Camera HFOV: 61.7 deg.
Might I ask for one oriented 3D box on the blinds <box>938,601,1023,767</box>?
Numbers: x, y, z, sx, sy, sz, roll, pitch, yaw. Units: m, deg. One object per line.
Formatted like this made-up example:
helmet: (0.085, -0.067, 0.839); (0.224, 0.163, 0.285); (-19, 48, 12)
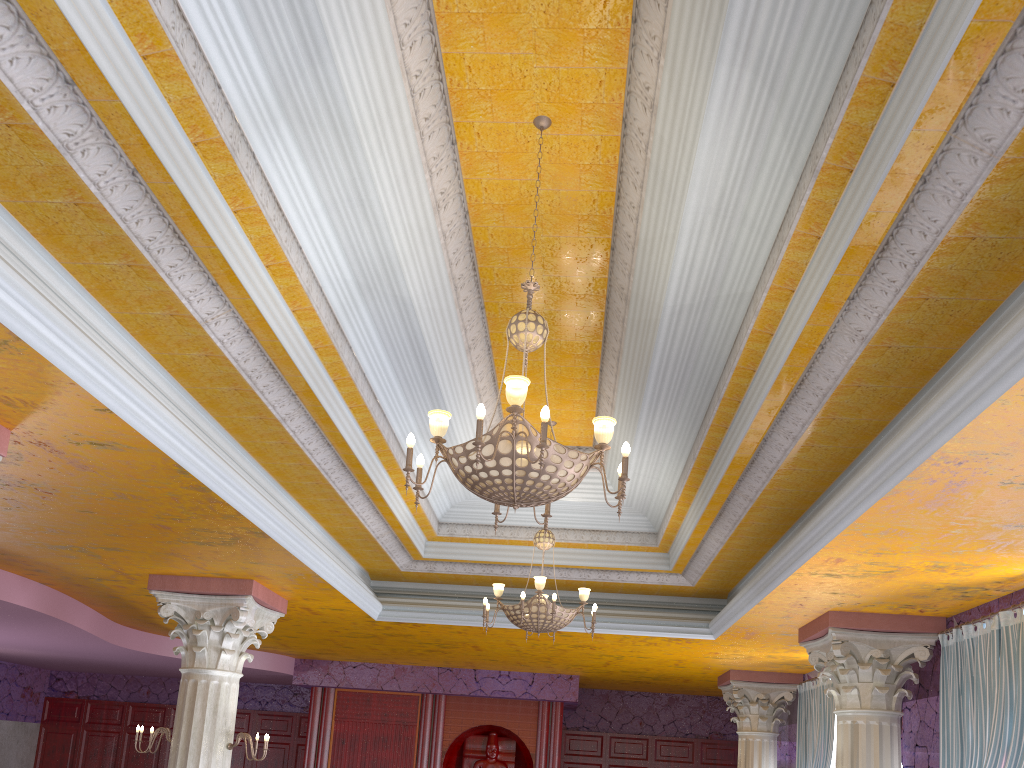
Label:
blinds: (3.708, 3.532, 6.706); (0.244, 3.323, 1.812); (3, -14, 6)

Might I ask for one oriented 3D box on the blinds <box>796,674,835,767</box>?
blinds: (3.983, 5.609, 11.322); (0.244, 3.323, 1.812); (3, -14, 6)

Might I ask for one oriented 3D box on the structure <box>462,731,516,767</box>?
structure: (-0.467, 6.984, 14.993); (0.963, 1.745, 0.679); (3, -12, 4)

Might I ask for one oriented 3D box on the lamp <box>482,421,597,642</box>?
lamp: (0.316, 1.350, 8.144); (0.992, 2.055, 0.983); (15, -17, -39)

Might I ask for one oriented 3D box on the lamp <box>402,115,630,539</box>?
lamp: (0.086, -0.390, 4.276); (0.992, 2.055, 0.983); (15, -17, -39)

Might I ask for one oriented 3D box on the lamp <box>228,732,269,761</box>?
lamp: (-2.623, 3.597, 8.503); (0.383, 0.258, 0.363); (7, -20, -8)

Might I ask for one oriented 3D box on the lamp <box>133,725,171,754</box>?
lamp: (-3.570, 3.588, 8.626); (0.383, 0.258, 0.363); (7, -20, -8)

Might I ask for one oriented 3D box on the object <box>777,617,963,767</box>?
object: (3.442, 1.815, 3.056); (2.090, 3.380, 31.362); (3, -24, 5)

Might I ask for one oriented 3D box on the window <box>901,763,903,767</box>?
window: (4.585, 4.907, 10.387); (0.160, 2.389, 3.831); (3, -20, 5)
